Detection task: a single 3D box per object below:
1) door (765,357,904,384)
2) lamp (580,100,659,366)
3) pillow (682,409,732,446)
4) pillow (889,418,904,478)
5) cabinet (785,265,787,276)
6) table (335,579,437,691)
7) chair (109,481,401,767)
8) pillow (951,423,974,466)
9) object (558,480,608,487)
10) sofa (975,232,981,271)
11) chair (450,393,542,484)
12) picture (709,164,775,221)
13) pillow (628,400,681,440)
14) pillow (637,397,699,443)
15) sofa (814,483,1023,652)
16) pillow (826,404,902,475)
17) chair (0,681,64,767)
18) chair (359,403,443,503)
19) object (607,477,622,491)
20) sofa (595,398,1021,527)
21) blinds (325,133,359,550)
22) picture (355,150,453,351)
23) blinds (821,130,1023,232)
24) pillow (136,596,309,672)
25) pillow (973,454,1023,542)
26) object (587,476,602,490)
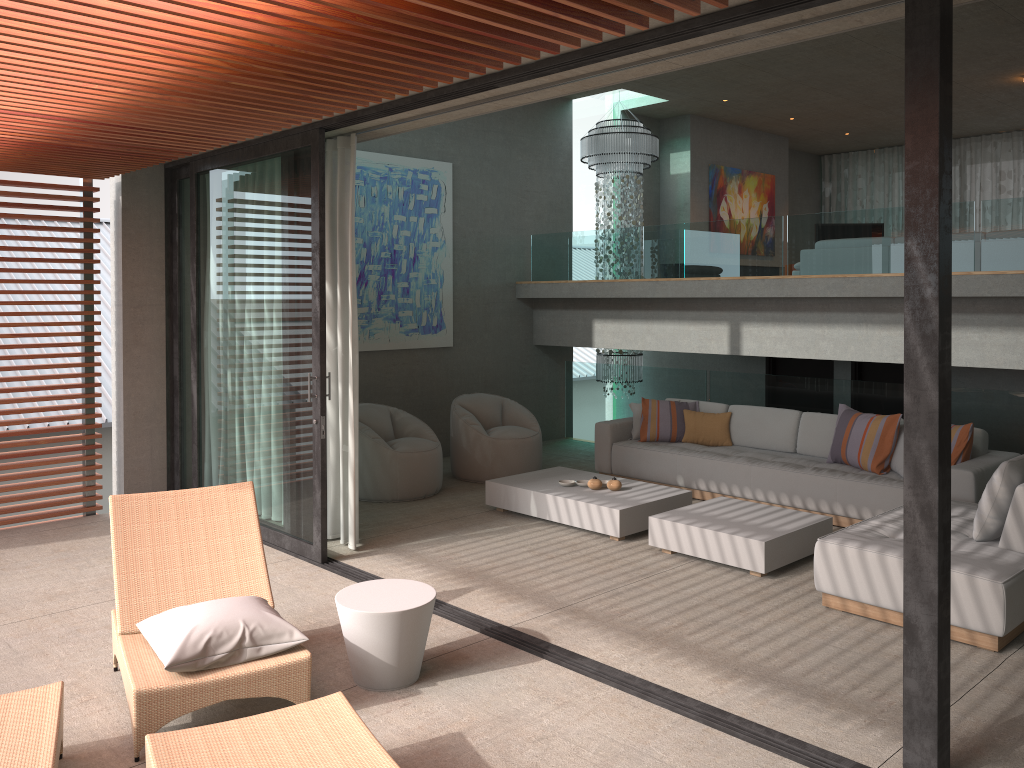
[{"bbox_3d":[3.294,0.798,2.306,5.774,4.463,15.381,1,5,19],"label":"door"},{"bbox_3d":[1.381,-1.797,11.364,1.000,3.934,1.001,0,1,27],"label":"lamp"},{"bbox_3d":[1.835,0.415,8.339,0.463,0.324,0.226,0,2,9],"label":"pillow"},{"bbox_3d":[3.073,0.497,6.948,0.239,0.404,0.596,0,4,-1],"label":"pillow"},{"bbox_3d":[4.832,-1.362,12.660,1.724,0.703,0.377,0,2,2],"label":"cabinet"},{"bbox_3d":[-0.594,1.191,4.179,0.475,0.392,0.476,2,4,28],"label":"table"},{"bbox_3d":[-1.138,1.038,3.538,0.701,0.825,2.301,-2,5,-29],"label":"chair"},{"bbox_3d":[3.269,0.479,6.724,0.279,0.503,0.699,0,4,-1],"label":"pillow"},{"bbox_3d":[0.594,0.808,7.147,0.437,0.039,0.155,0,5,2],"label":"object"},{"bbox_3d":[4.602,-1.129,9.261,0.976,0.862,3.253,-3,6,-43],"label":"sofa"},{"bbox_3d":[-0.157,0.519,8.863,0.922,0.786,0.923,-1,4,-20],"label":"chair"},{"bbox_3d":[3.432,-2.545,13.094,1.754,1.248,0.030,-4,3,-44],"label":"picture"},{"bbox_3d":[1.418,0.379,8.681,0.618,0.420,0.312,-1,3,-7],"label":"pillow"},{"bbox_3d":[1.507,0.354,8.505,0.655,0.441,0.341,0,3,0],"label":"pillow"},{"bbox_3d":[2.632,0.876,5.217,1.599,0.731,1.014,-5,6,-44],"label":"sofa"},{"bbox_3d":[2.830,0.450,7.162,0.311,0.493,0.739,-1,4,-20],"label":"pillow"},{"bbox_3d":[-1.606,1.160,2.292,0.700,0.825,2.302,-1,5,-24],"label":"chair"},{"bbox_3d":[-1.097,0.596,8.095,0.923,0.786,0.922,-3,5,-40],"label":"chair"},{"bbox_3d":[0.810,0.789,6.993,0.119,0.106,0.120,-1,3,-9],"label":"object"},{"bbox_3d":[2.348,0.631,7.643,1.051,0.751,3.465,-4,6,-43],"label":"sofa"},{"bbox_3d":[-1.887,-0.383,7.083,0.223,2.919,2.428,-1,2,-44],"label":"blinds"},{"bbox_3d":[-1.296,-1.385,9.295,1.723,2.046,0.030,-3,2,-44],"label":"picture"},{"bbox_3d":[6.809,-2.570,14.383,0.223,2.724,3.854,-1,3,-44],"label":"blinds"},{"bbox_3d":[-1.269,1.065,3.851,0.596,0.194,0.595,-3,6,-32],"label":"pillow"},{"bbox_3d":[2.844,0.648,5.080,0.493,0.482,0.266,-3,3,-43],"label":"pillow"},{"bbox_3d":[0.660,0.785,7.030,0.119,0.106,0.119,-3,4,-39],"label":"object"}]
